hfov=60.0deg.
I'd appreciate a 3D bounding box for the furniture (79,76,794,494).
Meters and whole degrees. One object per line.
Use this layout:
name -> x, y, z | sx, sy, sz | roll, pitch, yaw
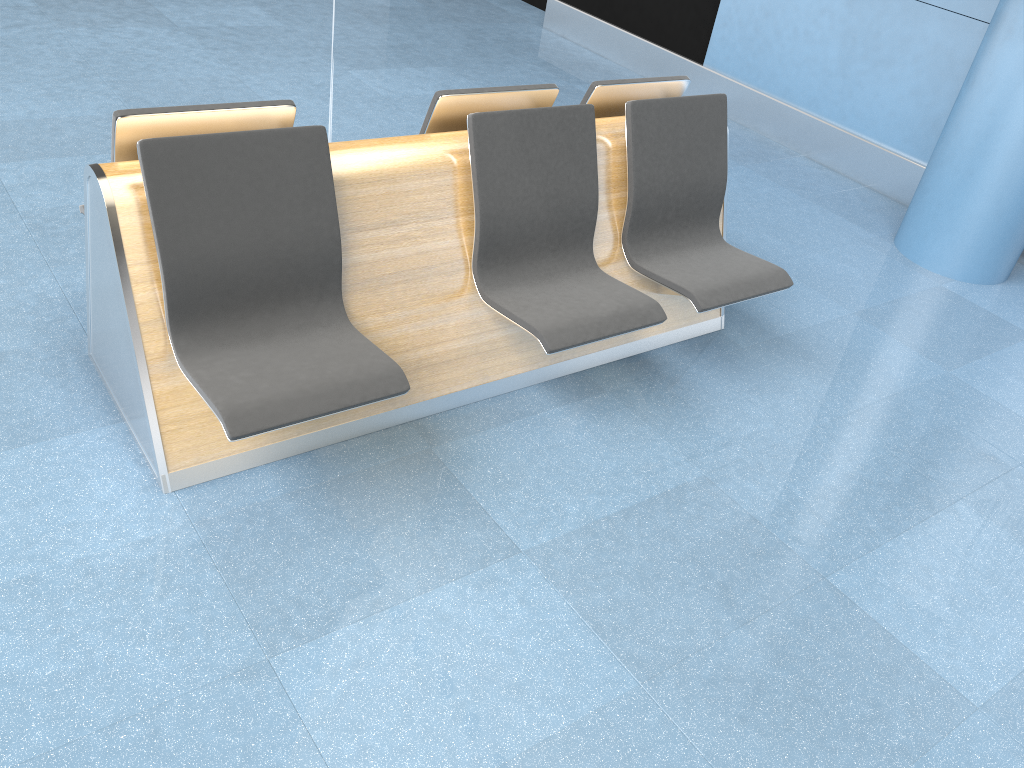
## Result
furniture -> -0.179, -0.524, 3.020 | 2.281, 0.896, 1.301 | -16, 43, -33
